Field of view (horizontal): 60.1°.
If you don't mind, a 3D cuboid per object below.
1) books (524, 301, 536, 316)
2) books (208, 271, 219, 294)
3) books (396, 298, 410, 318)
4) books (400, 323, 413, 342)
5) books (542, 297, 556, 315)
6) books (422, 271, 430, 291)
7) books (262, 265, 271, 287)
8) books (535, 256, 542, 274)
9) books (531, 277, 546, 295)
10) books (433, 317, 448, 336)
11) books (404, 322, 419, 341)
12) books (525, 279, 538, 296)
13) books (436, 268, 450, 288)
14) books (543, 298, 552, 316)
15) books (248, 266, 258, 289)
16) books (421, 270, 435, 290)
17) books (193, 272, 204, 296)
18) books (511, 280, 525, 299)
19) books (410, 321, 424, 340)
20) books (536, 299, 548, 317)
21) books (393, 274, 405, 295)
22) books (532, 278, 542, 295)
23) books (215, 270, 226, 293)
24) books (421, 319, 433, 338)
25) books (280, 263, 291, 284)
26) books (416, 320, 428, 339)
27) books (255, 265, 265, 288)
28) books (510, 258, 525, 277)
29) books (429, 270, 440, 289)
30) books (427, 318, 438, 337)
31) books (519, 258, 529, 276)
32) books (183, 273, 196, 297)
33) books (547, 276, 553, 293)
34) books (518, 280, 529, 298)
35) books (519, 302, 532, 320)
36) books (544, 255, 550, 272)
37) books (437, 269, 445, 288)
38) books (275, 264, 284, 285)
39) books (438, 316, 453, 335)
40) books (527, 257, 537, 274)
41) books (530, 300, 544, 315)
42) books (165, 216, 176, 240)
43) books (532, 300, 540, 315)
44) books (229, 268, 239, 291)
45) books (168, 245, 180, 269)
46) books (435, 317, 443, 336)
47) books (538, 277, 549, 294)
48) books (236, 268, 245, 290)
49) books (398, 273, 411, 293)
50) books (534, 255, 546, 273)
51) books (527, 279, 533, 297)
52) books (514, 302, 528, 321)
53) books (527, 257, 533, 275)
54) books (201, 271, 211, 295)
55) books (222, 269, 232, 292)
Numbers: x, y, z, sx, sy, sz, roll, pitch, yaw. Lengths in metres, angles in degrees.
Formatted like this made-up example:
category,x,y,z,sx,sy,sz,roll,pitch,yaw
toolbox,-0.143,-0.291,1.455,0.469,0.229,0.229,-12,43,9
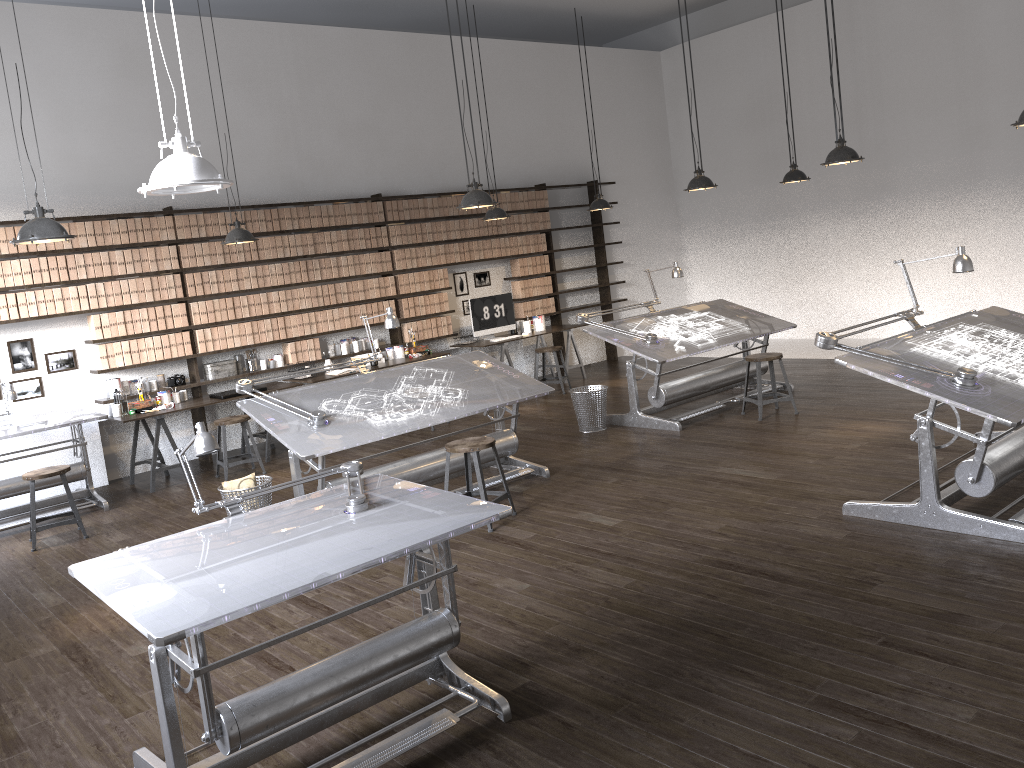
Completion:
category,x,y,z,sx,sy,sz,roll,pitch,yaw
books,0.220,-0.941,11.278,0.067,0.224,0.174,-12,8,-39
books,-2.934,-0.983,8.617,0.067,0.224,0.174,-12,8,-39
books,-1.246,-0.854,10.045,0.067,0.224,0.174,-12,8,-39
books,-1.209,-0.582,10.070,0.067,0.224,0.174,-12,8,-39
books,0.476,-1.004,11.488,0.067,0.224,0.174,-12,8,-39
books,-1.031,-1.186,10.220,0.067,0.224,0.174,-12,8,-39
books,-2.521,-1.087,8.972,0.067,0.224,0.174,-12,8,-39
books,0.287,-1.517,11.333,0.067,0.224,0.174,-12,8,-39
books,0.339,-1.251,11.374,0.067,0.224,0.174,-12,8,-39
books,-0.836,-0.675,10.383,0.067,0.224,0.174,-12,8,-39
books,-1.152,-0.595,10.113,0.067,0.224,0.174,-12,8,-39
books,0.232,-1.225,11.288,0.067,0.224,0.174,-12,8,-39
books,-0.823,-1.239,10.403,0.067,0.224,0.174,-12,8,-39
books,0.422,-0.992,11.452,0.067,0.224,0.174,-12,8,-39
books,-2.623,-1.061,8.879,0.067,0.224,0.174,-12,8,-39
books,-0.983,-1.199,10.267,0.067,0.224,0.174,-12,8,-39
books,-3.044,-0.955,8.523,0.067,0.224,0.174,-12,8,-39
books,0.075,-1.185,11.153,0.067,0.224,0.174,-12,8,-39
books,-1.098,-0.609,10.159,0.067,0.224,0.174,-12,8,-39
books,0.370,-0.979,11.406,0.067,0.224,0.174,-12,8,-39
books,-1.293,-1.121,10.007,0.067,0.224,0.174,-12,8,-39
books,0.289,-1.238,11.332,0.067,0.224,0.174,-12,8,-39
books,-2.884,-0.996,8.665,0.067,0.224,0.174,-12,8,-39
books,-1.005,-0.634,10.247,0.067,0.224,0.174,-12,8,-39
books,-2.355,-1.128,9.103,0.067,0.224,0.174,-12,8,-39
books,-1.053,-0.621,10.203,0.067,0.224,0.174,-12,8,-39
books,-2.573,-1.074,8.926,0.067,0.224,0.174,-12,8,-39
books,0.067,-1.462,11.154,0.067,0.224,0.174,-12,8,-39
books,-0.930,-1.212,10.313,0.067,0.224,0.174,-12,8,-39
books,-0.945,-0.648,10.290,0.067,0.224,0.174,-12,8,-39
books,0.120,-1.476,11.199,0.067,0.224,0.174,-12,8,-39
books,-3.104,-0.941,8.480,0.067,0.224,0.174,-12,8,-39
books,0.437,-1.276,11.463,0.067,0.224,0.174,-12,8,-39
books,0.126,-1.198,11.201,0.067,0.224,0.174,-12,8,-39
books,0.173,-0.928,11.232,0.067,0.224,0.174,-12,8,-39
books,0.399,-1.545,11.431,0.067,0.224,0.174,-12,8,-39
books,-0.874,-1.225,10.355,0.067,0.224,0.174,-12,8,-39
books,-2.409,-1.114,9.057,0.067,0.224,0.174,-12,8,-39
books,-0.785,-0.689,10.432,0.067,0.224,0.174,-12,8,-39
books,0.227,-1.503,11.290,0.067,0.224,0.174,-12,8,-39
books,0.320,-0.965,11.358,0.067,0.224,0.174,-12,8,-39
books,-3.249,-1.463,8.352,0.067,0.224,0.174,-12,8,-39
books,0.269,-0.953,11.317,0.067,0.224,0.174,-12,8,-39
books,-2.775,-1.022,8.749,0.067,0.224,0.174,-12,8,-39
books,-3.221,-1.189,8.376,0.067,0.224,0.174,-12,8,-39
books,-0.892,-0.662,10.342,0.067,0.224,0.174,-12,8,-39
books,0.384,-1.263,11.418,0.067,0.224,0.174,-12,8,-39
books,-2.728,-1.035,8.795,0.067,0.224,0.174,-12,8,-39
books,-1.239,-1.134,10.050,0.067,0.224,0.174,-12,8,-39
books,0.340,-1.531,11.385,0.067,0.224,0.174,-12,8,-39
books,0.177,-1.211,11.247,0.067,0.224,0.174,-12,8,-39
books,0.118,-0.916,11.194,0.067,0.224,0.174,-12,8,-39
books,0.177,-1.489,11.241,0.067,0.224,0.174,-12,8,-39
books,-2.991,-0.969,8.575,0.067,0.224,0.174,-12,8,-39
books,-2.830,-1.010,8.710,0.067,0.224,0.174,-12,8,-39
